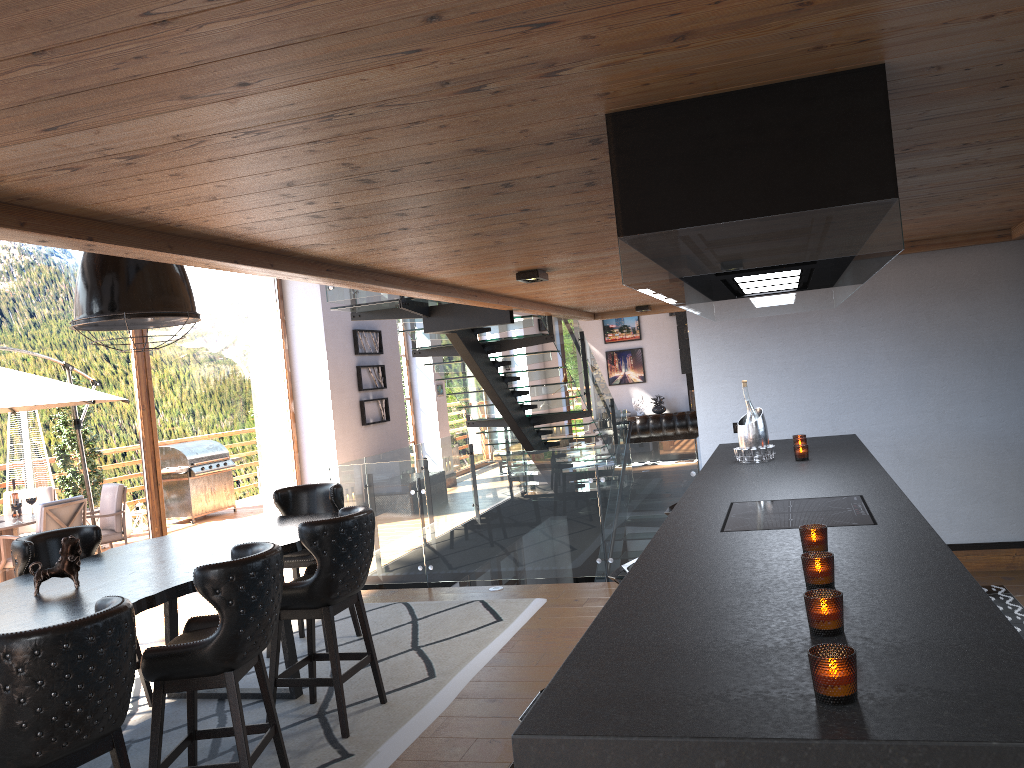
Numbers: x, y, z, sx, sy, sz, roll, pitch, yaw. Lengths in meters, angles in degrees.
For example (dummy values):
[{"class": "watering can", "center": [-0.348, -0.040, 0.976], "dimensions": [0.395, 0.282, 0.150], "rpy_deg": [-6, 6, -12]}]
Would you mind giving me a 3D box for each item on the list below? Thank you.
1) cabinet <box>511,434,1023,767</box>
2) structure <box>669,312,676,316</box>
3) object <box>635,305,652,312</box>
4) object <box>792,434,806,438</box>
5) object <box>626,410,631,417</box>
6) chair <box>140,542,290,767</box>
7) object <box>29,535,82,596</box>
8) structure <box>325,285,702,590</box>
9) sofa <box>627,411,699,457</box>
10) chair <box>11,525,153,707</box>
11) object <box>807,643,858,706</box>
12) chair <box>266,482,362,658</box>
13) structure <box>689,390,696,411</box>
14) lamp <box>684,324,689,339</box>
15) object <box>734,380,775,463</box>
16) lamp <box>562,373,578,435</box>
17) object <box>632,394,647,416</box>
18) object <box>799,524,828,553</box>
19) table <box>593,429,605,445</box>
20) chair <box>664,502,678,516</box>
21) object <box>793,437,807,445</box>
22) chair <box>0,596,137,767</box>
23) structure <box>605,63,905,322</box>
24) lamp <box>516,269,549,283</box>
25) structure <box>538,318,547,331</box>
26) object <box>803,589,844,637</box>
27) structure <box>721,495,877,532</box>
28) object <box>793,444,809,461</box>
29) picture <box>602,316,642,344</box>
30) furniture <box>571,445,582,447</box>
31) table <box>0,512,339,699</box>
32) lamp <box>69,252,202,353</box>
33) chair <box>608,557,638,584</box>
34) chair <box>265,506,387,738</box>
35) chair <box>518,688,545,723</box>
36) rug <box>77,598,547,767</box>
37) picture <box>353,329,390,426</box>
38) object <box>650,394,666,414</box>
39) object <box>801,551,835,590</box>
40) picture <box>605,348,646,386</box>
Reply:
[{"class": "cabinet", "center": [1.189, 1.007, 3.668], "dimensions": [0.883, 1.104, 4.834], "rpy_deg": [-6, 0, 17]}, {"class": "structure", "center": [3.696, -1.733, 20.362], "dimensions": [0.212, 0.349, 0.215], "rpy_deg": [-6, 0, 17]}, {"class": "object", "center": [1.546, -0.891, 10.420], "dimensions": [0.154, 0.068, 0.263], "rpy_deg": [-6, 0, 17]}, {"class": "object", "center": [1.722, 0.347, 5.302], "dimensions": [0.080, 0.081, 0.078], "rpy_deg": [-6, 0, -18]}, {"class": "object", "center": [2.617, 0.691, 20.553], "dimensions": [0.279, 0.160, 0.261], "rpy_deg": [-6, 0, 19]}, {"class": "chair", "center": [-1.196, 1.252, 3.687], "dimensions": [0.568, 1.092, 0.504], "rpy_deg": [-6, 0, 1]}, {"class": "object", "center": [-2.117, 0.837, 4.116], "dimensions": [0.223, 0.253, 0.115], "rpy_deg": [-6, 0, -21]}, {"class": "structure", "center": [-2.112, 1.466, 9.770], "dimensions": [9.147, 6.398, 11.102], "rpy_deg": [-6, 0, 17]}, {"class": "sofa", "center": [3.044, 0.875, 15.440], "dimensions": [2.549, 0.838, 1.247], "rpy_deg": [-6, 0, 16]}, {"class": "chair", "center": [-2.462, 1.380, 5.009], "dimensions": [0.562, 1.092, 0.509], "rpy_deg": [-6, 0, 26]}, {"class": "object", "center": [0.545, 0.492, 1.502], "dimensions": [0.080, 0.081, 0.078], "rpy_deg": [-6, 0, -28]}, {"class": "chair", "center": [-1.381, 1.254, 6.055], "dimensions": [0.501, 1.092, 0.572], "rpy_deg": [-6, 0, 16]}, {"class": "structure", "center": [4.482, 0.360, 19.865], "dimensions": [0.976, 0.514, 0.185], "rpy_deg": [-6, 0, 16]}, {"class": "lamp", "center": [3.445, -1.997, 17.501], "dimensions": [0.261, 2.202, 0.805], "rpy_deg": [-6, 0, 8]}, {"class": "object", "center": [1.334, 0.202, 4.937], "dimensions": [0.224, 0.452, 0.226], "rpy_deg": [-6, 0, 17]}, {"class": "lamp", "center": [1.434, 0.477, 19.949], "dimensions": [0.521, 1.899, 1.338], "rpy_deg": [-6, 0, 38]}, {"class": "object", "center": [2.918, 0.481, 20.368], "dimensions": [0.261, 0.532, 0.424], "rpy_deg": [-6, 0, -14]}, {"class": "object", "center": [0.873, 0.451, 2.558], "dimensions": [0.080, 0.081, 0.078], "rpy_deg": [-6, 0, -28]}, {"class": "table", "center": [1.756, 1.114, 16.357], "dimensions": [0.403, 0.609, 0.420], "rpy_deg": [-6, 0, 17]}, {"class": "chair", "center": [1.183, 1.128, 5.224], "dimensions": [0.466, 0.839, 0.542], "rpy_deg": [-6, 0, 17]}, {"class": "object", "center": [1.665, 0.354, 5.119], "dimensions": [0.080, 0.081, 0.078], "rpy_deg": [-6, 0, -18]}, {"class": "chair", "center": [-1.500, 1.297, 2.917], "dimensions": [0.562, 1.092, 0.509], "rpy_deg": [-6, 0, 26]}, {"class": "structure", "center": [1.093, -0.597, 3.851], "dimensions": [0.706, 0.476, 3.273], "rpy_deg": [-6, 0, 17]}, {"class": "lamp", "center": [0.134, -0.717, 5.861], "dimensions": [0.154, 0.068, 0.263], "rpy_deg": [-6, 0, 17]}, {"class": "structure", "center": [0.751, -1.442, 21.216], "dimensions": [0.212, 0.349, 0.215], "rpy_deg": [-6, 0, 17]}, {"class": "object", "center": [0.655, 0.478, 1.854], "dimensions": [0.080, 0.081, 0.078], "rpy_deg": [-6, 0, -28]}, {"class": "structure", "center": [1.043, 0.479, 3.249], "dimensions": [0.501, 0.017, 0.614], "rpy_deg": [-6, 0, 17]}, {"class": "object", "center": [1.551, 0.368, 4.751], "dimensions": [0.080, 0.081, 0.078], "rpy_deg": [-6, 0, -18]}, {"class": "picture", "center": [2.559, -1.388, 20.780], "dimensions": [0.873, 0.816, 0.036], "rpy_deg": [-6, 0, 16]}, {"class": "furniture", "center": [0.459, 1.327, 16.927], "dimensions": [1.167, 0.437, 2.778], "rpy_deg": [-6, 0, 17]}, {"class": "table", "center": [-1.940, 1.415, 4.130], "dimensions": [1.419, 0.950, 3.823], "rpy_deg": [-6, 0, 17]}, {"class": "lamp", "center": [-2.144, -2.501, 4.558], "dimensions": [0.628, 4.685, 0.615], "rpy_deg": [-6, 0, -28]}, {"class": "chair", "center": [0.698, 1.187, 3.751], "dimensions": [0.465, 0.839, 0.543], "rpy_deg": [-6, 0, 23]}, {"class": "chair", "center": [-0.956, 1.221, 4.627], "dimensions": [0.564, 1.092, 0.507], "rpy_deg": [-6, 0, 16]}, {"class": "chair", "center": [0.306, 1.237, 2.305], "dimensions": [0.466, 0.839, 0.543], "rpy_deg": [-6, 0, 18]}, {"class": "rug", "center": [-1.741, 1.850, 4.422], "dimensions": [2.534, 0.047, 5.670], "rpy_deg": [-6, 0, 17]}, {"class": "picture", "center": [-1.957, -0.102, 12.389], "dimensions": [0.059, 1.312, 0.779], "rpy_deg": [-6, 0, 17]}, {"class": "object", "center": [3.354, 0.465, 20.310], "dimensions": [0.337, 0.455, 0.338], "rpy_deg": [-6, 0, 42]}, {"class": "object", "center": [0.764, 0.465, 2.206], "dimensions": [0.080, 0.081, 0.078], "rpy_deg": [-6, 0, -28]}, {"class": "picture", "center": [2.659, -0.398, 20.776], "dimensions": [0.873, 0.816, 0.036], "rpy_deg": [-6, 0, 16]}]
